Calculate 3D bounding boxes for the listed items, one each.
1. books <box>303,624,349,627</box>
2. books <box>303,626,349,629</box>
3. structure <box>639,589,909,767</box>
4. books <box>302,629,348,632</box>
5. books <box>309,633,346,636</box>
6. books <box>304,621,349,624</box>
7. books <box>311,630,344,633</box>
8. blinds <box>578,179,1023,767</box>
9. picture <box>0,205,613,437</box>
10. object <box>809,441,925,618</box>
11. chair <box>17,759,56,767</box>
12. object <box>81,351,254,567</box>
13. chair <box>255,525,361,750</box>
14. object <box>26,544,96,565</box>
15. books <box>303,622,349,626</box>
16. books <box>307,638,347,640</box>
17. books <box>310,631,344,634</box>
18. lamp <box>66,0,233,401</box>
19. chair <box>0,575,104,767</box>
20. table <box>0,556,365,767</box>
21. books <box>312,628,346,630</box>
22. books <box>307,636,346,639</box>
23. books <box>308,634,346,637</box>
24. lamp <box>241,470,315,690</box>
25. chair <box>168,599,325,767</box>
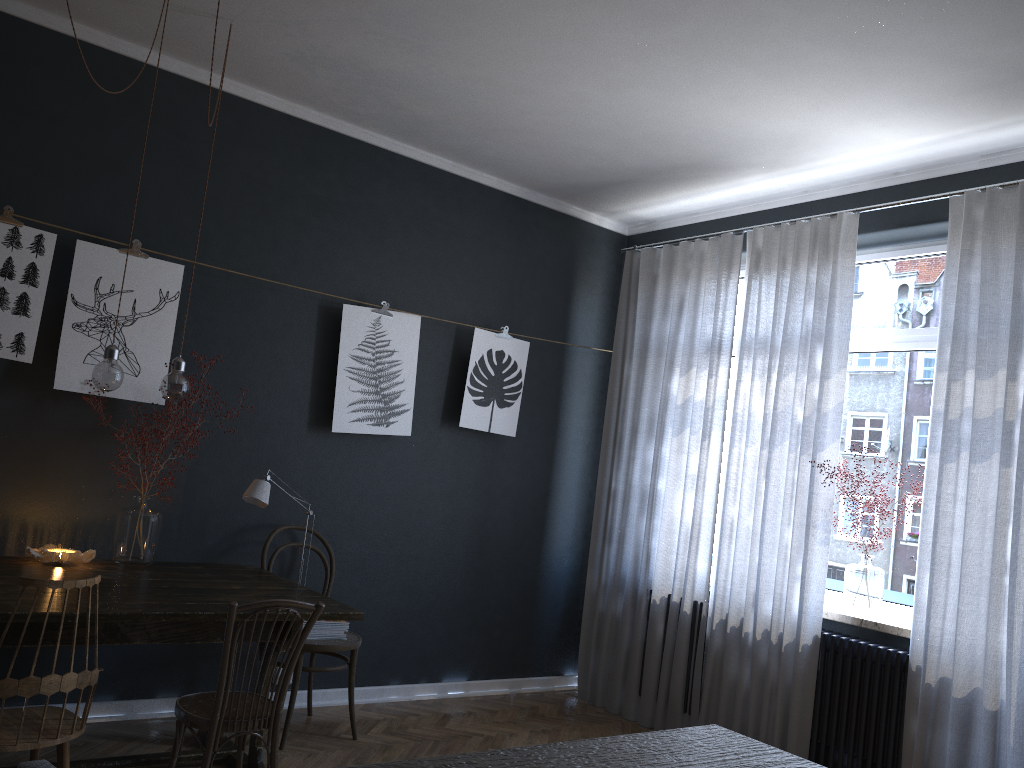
[{"bbox_3d":[-0.939,1.106,4.140,0.305,0.008,0.218,10,-6,-26],"label":"books"},{"bbox_3d":[-0.939,1.113,4.137,0.305,0.008,0.218,10,-6,-26],"label":"books"},{"bbox_3d":[1.301,1.482,4.482,0.216,0.599,1.846,11,-6,-37],"label":"structure"},{"bbox_3d":[-0.942,1.125,4.141,0.305,0.006,0.218,10,-6,-25],"label":"books"},{"bbox_3d":[-0.949,1.139,4.129,0.305,0.013,0.219,10,-6,-25],"label":"books"},{"bbox_3d":[-0.937,1.090,4.144,0.305,0.013,0.219,10,-6,-25],"label":"books"},{"bbox_3d":[-0.950,1.129,4.137,0.288,0.008,0.218,9,-6,-23],"label":"books"},{"bbox_3d":[1.788,0.528,3.967,0.313,2.785,3.992,10,-6,-37],"label":"blinds"},{"bbox_3d":[-1.066,-0.178,4.361,4.463,0.770,0.058,11,-6,-37],"label":"picture"},{"bbox_3d":[1.688,0.697,4.206,0.514,0.808,0.600,5,-5,27],"label":"object"},{"bbox_3d":[-0.572,0.997,1.421,0.644,0.810,0.495,4,-6,31],"label":"chair"},{"bbox_3d":[-1.562,0.312,3.833,0.638,0.929,0.557,5,-5,23],"label":"object"},{"bbox_3d":[-0.955,1.158,4.174,0.438,0.919,0.549,11,-6,-39],"label":"chair"},{"bbox_3d":[-1.813,0.688,3.561,0.254,0.072,0.252,10,-6,-30],"label":"object"},{"bbox_3d":[-0.940,1.098,4.144,0.305,0.008,0.218,10,-6,-25],"label":"books"},{"bbox_3d":[-0.951,1.162,4.129,0.305,0.008,0.218,10,-6,-30],"label":"books"},{"bbox_3d":[-0.951,1.135,4.135,0.288,0.008,0.218,9,-6,-23],"label":"books"},{"bbox_3d":[-1.129,-0.765,2.841,0.583,1.572,1.592,8,-5,-6],"label":"lamp"},{"bbox_3d":[-1.483,0.985,2.665,0.383,0.855,0.457,3,-6,38],"label":"chair"},{"bbox_3d":[-1.567,1.094,3.275,1.606,0.726,1.126,11,-6,-37],"label":"table"},{"bbox_3d":[-0.943,1.119,4.137,0.288,0.008,0.218,10,-6,-25],"label":"books"},{"bbox_3d":[-0.952,1.155,4.129,0.305,0.007,0.218,10,-6,-25],"label":"books"},{"bbox_3d":[-0.949,1.148,4.130,0.305,0.008,0.218,10,-6,-25],"label":"books"},{"bbox_3d":[-1.051,0.938,4.113,0.242,1.068,0.801,6,-5,8],"label":"lamp"},{"bbox_3d":[-0.937,1.100,3.011,0.363,0.819,0.467,11,-6,-37],"label":"chair"}]
